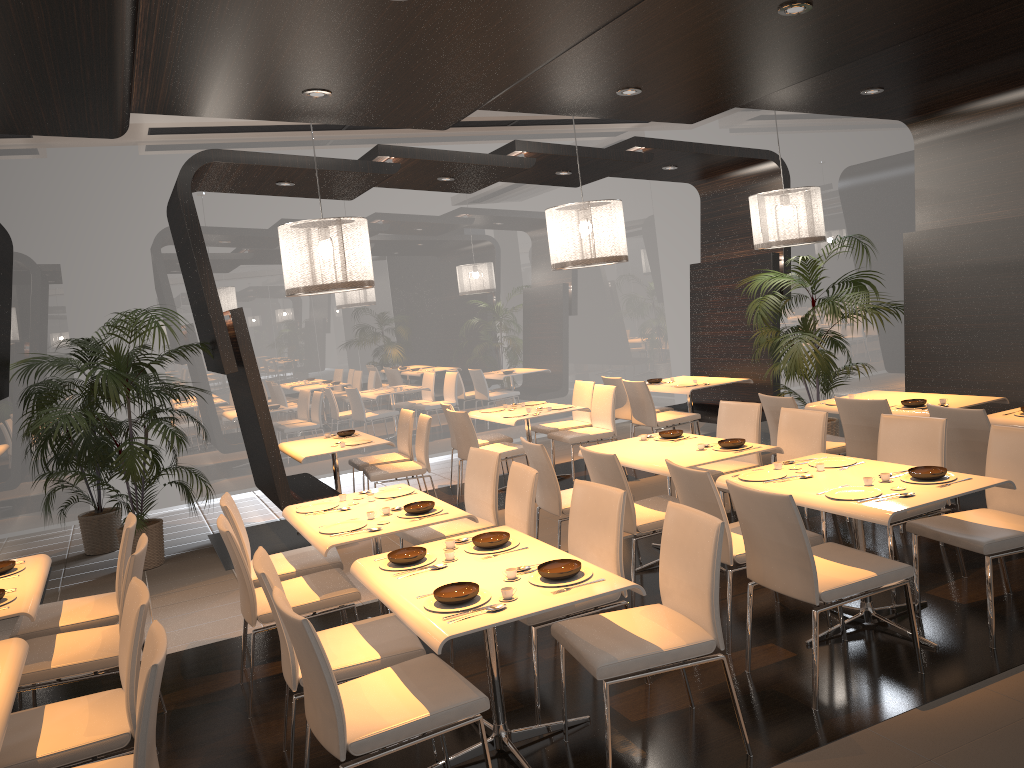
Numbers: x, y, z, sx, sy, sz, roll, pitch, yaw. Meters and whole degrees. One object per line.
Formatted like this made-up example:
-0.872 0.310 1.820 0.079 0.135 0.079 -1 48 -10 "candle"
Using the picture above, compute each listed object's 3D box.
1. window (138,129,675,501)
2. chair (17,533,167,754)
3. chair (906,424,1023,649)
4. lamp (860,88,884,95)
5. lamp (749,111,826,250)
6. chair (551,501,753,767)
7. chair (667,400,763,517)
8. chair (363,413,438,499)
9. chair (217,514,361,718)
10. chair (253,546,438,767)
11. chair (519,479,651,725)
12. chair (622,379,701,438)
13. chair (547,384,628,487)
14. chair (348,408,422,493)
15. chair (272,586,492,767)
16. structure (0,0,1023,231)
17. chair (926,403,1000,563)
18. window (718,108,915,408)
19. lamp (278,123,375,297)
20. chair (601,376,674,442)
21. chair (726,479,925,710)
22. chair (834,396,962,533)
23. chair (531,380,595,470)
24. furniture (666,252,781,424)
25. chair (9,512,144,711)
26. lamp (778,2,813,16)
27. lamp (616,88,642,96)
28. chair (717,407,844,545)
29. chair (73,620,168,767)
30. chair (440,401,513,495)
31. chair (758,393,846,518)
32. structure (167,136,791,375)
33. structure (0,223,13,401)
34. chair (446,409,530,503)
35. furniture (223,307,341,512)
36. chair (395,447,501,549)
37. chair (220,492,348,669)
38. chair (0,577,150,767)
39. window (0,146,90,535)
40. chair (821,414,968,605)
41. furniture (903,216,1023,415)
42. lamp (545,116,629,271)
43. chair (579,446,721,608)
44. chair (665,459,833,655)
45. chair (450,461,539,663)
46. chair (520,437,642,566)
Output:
-0.846 -1.123 10.637 6.605 3.975 0.070 -8 1 -24 "window"
-1.909 1.194 3.960 0.607 0.868 0.484 -7 2 -17 "chair"
2.298 0.687 4.217 0.607 0.873 0.484 -7 2 -17 "chair"
2.657 -2.174 6.524 0.162 0.050 0.161 -8 5 -18 "lamp"
2.420 -2.214 8.037 0.626 1.928 0.628 -6 1 8 "lamp"
0.513 0.965 3.402 0.607 0.868 0.484 -7 2 -17 "chair"
1.454 0.597 6.236 0.608 0.868 0.483 -8 2 -27 "chair"
-0.961 0.744 7.672 0.607 0.868 0.484 -7 2 -17 "chair"
-1.097 1.061 4.385 0.607 0.868 0.483 -7 2 -22 "chair"
-0.691 1.087 3.592 0.607 0.868 0.484 -7 2 -17 "chair"
0.223 0.944 4.030 0.608 0.873 0.483 -8 2 -27 "chair"
1.495 0.357 8.824 0.607 0.873 0.483 -7 2 -22 "chair"
0.710 0.480 8.455 0.607 0.868 0.483 -7 2 -22 "chair"
-1.182 0.717 8.269 0.607 0.873 0.483 -7 2 -22 "chair"
-0.449 1.110 3.042 0.608 0.868 0.483 -8 2 -27 "chair"
-0.617 -0.889 4.156 10.703 1.734 2.899 -9 5 -24 "structure"
2.886 0.523 5.242 0.607 0.868 0.484 -7 2 -17 "chair"
4.227 -1.531 8.701 0.070 3.971 6.577 -7 4 -24 "window"
-1.402 -1.612 6.292 0.626 1.928 0.628 -7 1 4 "lamp"
1.347 0.314 9.454 0.607 0.868 0.483 -7 2 -22 "chair"
1.337 0.831 3.857 0.607 0.873 0.483 -7 2 -22 "chair"
2.608 0.485 6.027 0.608 0.873 0.483 -8 2 -27 "chair"
0.562 0.441 9.085 0.607 0.873 0.483 -7 2 -22 "chair"
2.191 -0.490 9.499 0.760 1.673 1.400 -7 3 -24 "furniture"
-2.195 1.176 4.519 0.607 0.868 0.483 -7 2 -22 "chair"
1.368 -1.828 4.277 0.162 0.050 0.161 -8 5 -18 "lamp"
0.747 -1.883 5.652 0.162 0.050 0.161 -8 5 -18 "lamp"
1.675 0.632 5.575 0.607 0.868 0.483 -7 2 -22 "chair"
-1.282 1.249 2.590 0.607 0.873 0.483 -7 2 -22 "chair"
-0.345 0.578 8.708 0.607 0.868 0.484 -7 2 -17 "chair"
2.241 0.476 6.586 0.607 0.873 0.484 -7 2 -17 "chair"
-0.060 -1.348 8.518 5.956 1.725 1.400 -9 3 -24 "structure"
-6.536 -0.329 5.561 5.956 1.725 1.400 -9 3 -24 "structure"
-0.210 0.628 8.019 0.608 0.873 0.483 -8 2 -27 "chair"
-2.017 0.172 7.577 0.760 1.673 1.400 -7 3 -24 "furniture"
-0.356 0.882 5.405 0.608 0.868 0.483 -8 2 -27 "chair"
-1.278 1.028 4.975 0.607 0.868 0.484 -7 2 -17 "chair"
-1.567 1.231 3.149 0.608 0.873 0.483 -8 2 -27 "chair"
-7.356 -0.099 7.664 6.605 3.975 0.070 -8 1 -24 "window"
2.077 0.652 4.876 0.608 0.873 0.483 -8 2 -27 "chair"
3.772 -0.362 6.112 0.760 1.671 2.900 -7 4 -24 "furniture"
0.524 -1.915 7.171 0.626 1.928 0.628 -7 1 4 "lamp"
0.785 0.773 5.186 0.607 0.873 0.483 -7 2 -22 "chair"
1.166 0.796 4.458 0.607 0.873 0.484 -7 2 -17 "chair"
-0.135 0.919 4.746 0.607 0.873 0.484 -7 2 -17 "chair"
0.427 0.758 5.775 0.607 0.868 0.484 -7 2 -17 "chair"
